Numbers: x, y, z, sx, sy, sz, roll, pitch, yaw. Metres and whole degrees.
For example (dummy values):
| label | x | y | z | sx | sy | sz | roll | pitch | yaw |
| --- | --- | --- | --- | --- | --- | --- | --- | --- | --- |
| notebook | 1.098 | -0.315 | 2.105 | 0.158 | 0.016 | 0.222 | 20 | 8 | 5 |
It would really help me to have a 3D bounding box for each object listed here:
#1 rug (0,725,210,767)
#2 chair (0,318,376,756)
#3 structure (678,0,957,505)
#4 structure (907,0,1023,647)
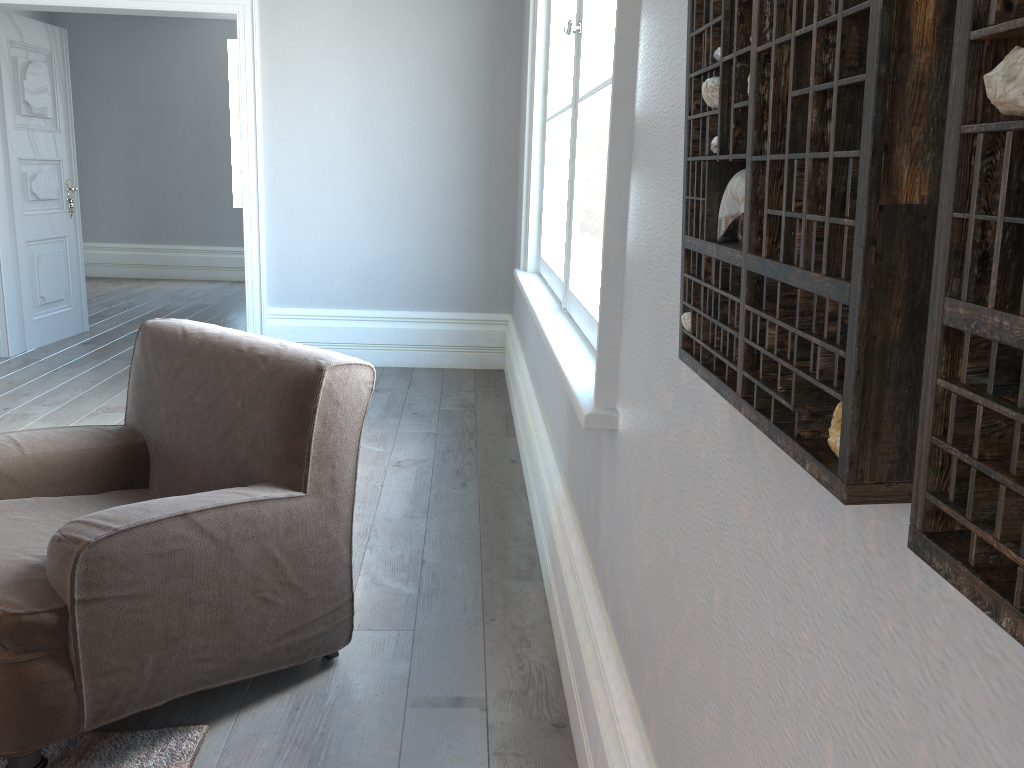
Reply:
| label | x | y | z | sx | sy | sz | roll | pitch | yaw |
| --- | --- | --- | --- | --- | --- | --- | --- | --- | --- |
| rug | -1.960 | 0.968 | 0.753 | 2.818 | 0.090 | 2.403 | 1 | 13 | -3 |
| chair | -0.943 | 0.321 | 2.096 | 0.807 | 0.794 | 0.971 | 12 | 17 | 37 |
| structure | 0.226 | -0.177 | 0.760 | 0.086 | 0.415 | 0.468 | 1 | 13 | -3 |
| structure | 0.254 | -0.055 | 0.224 | 0.086 | 0.415 | 0.468 | 1 | 13 | -3 |
